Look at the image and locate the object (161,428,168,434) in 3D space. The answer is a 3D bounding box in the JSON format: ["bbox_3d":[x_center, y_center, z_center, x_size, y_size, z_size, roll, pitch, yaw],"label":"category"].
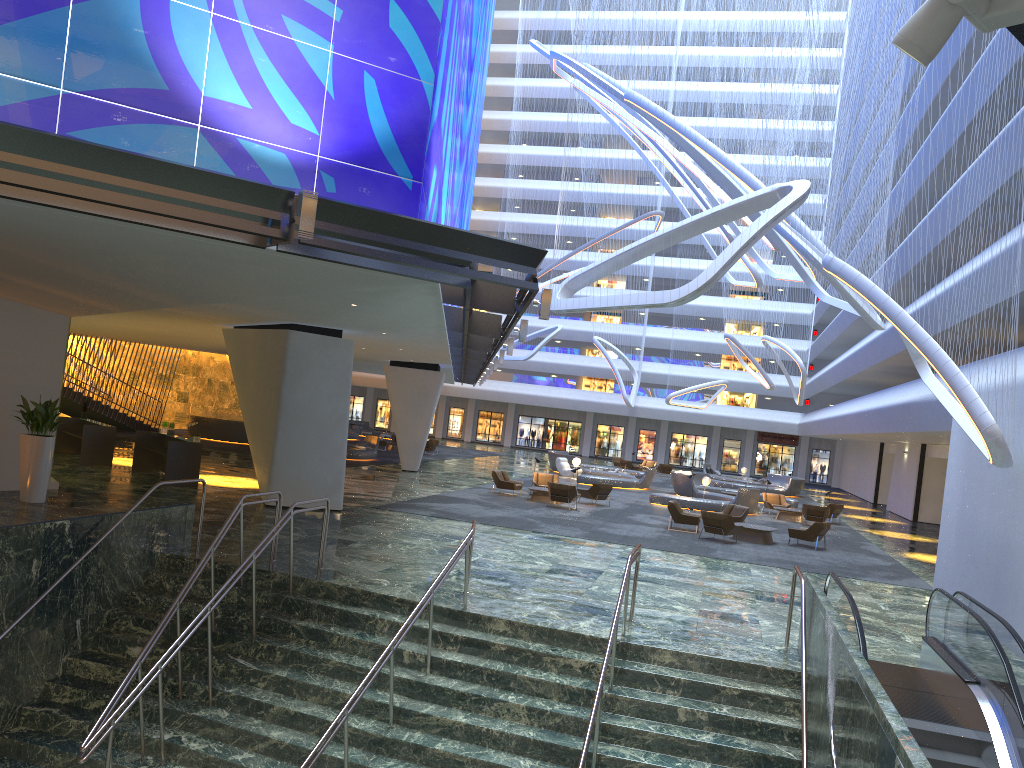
[{"bbox_3d":[-9.291,1.259,23.711,0.150,0.145,0.150,7,-1,-43],"label":"object"}]

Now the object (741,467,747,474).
[{"bbox_3d":[14.472,5.393,55.261,0.367,0.387,0.318,7,-1,-4],"label":"object"}]

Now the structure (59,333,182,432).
[{"bbox_3d":[-20.935,-1.245,39.211,11.971,6.247,16.510,6,-2,14],"label":"structure"}]

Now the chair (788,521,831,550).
[{"bbox_3d":[8.064,4.060,24.061,0.937,0.766,0.931,6,-1,38],"label":"chair"}]

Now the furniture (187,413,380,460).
[{"bbox_3d":[-10.347,2.308,39.661,9.910,0.969,5.196,5,-2,31],"label":"furniture"}]

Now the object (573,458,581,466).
[{"bbox_3d":[2.978,3.589,40.781,0.367,0.387,0.318,7,-1,-4],"label":"object"}]

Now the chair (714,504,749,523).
[{"bbox_3d":[6.353,3.923,25.924,0.940,0.766,0.928,7,-1,-24],"label":"chair"}]

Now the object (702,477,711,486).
[{"bbox_3d":[8.108,4.057,36.965,0.366,0.387,0.318,6,-1,21],"label":"object"}]

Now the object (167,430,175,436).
[{"bbox_3d":[-9.008,1.282,23.418,0.150,0.145,0.150,7,-1,-43],"label":"object"}]

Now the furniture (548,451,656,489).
[{"bbox_3d":[4.131,4.080,42.795,5.183,0.969,9.935,6,-2,6],"label":"furniture"}]

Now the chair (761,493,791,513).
[{"bbox_3d":[10.068,4.612,33.925,0.929,0.766,0.939,7,-1,-3],"label":"chair"}]

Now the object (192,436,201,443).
[{"bbox_3d":[-7.820,1.370,21.961,0.149,0.150,0.149,7,-1,-42],"label":"object"}]

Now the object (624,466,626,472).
[{"bbox_3d":[5.754,4.272,45.049,0.066,0.356,0.076,7,0,-19],"label":"object"}]

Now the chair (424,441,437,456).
[{"bbox_3d":[-4.521,3.340,46.601,0.928,0.766,0.940,6,-1,12],"label":"chair"}]

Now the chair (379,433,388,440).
[{"bbox_3d":[-8.326,3.390,57.586,0.585,0.501,0.492,6,-1,31],"label":"chair"}]

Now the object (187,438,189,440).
[{"bbox_3d":[-8.117,1.386,22.298,0.073,0.070,0.072,7,-1,-42],"label":"object"}]

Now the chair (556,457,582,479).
[{"bbox_3d":[2.674,3.951,41.653,1.155,0.882,0.730,6,-1,33],"label":"chair"}]

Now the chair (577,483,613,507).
[{"bbox_3d":[2.758,3.616,29.244,0.931,0.766,0.937,8,-1,-43],"label":"chair"}]

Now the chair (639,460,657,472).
[{"bbox_3d":[8.280,5.054,53.935,0.928,0.766,0.940,6,-1,33],"label":"chair"}]

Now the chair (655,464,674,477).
[{"bbox_3d":[8.968,5.074,52.097,0.930,0.766,0.938,7,-1,-8],"label":"chair"}]

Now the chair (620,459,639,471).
[{"bbox_3d":[6.704,4.777,50.983,0.940,0.766,0.928,7,-1,-35],"label":"chair"}]

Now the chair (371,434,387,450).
[{"bbox_3d":[-7.026,3.042,46.327,0.939,0.766,0.929,7,-1,-15],"label":"chair"}]

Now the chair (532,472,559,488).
[{"bbox_3d":[1.144,3.466,30.347,0.929,0.766,0.939,7,-1,-3],"label":"chair"}]

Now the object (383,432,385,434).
[{"bbox_3d":[-8.225,3.164,56.929,0.151,0.118,0.071,8,-1,-41],"label":"object"}]

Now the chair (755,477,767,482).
[{"bbox_3d":[14.565,5.684,50.997,0.931,0.766,0.937,8,-1,-43],"label":"chair"}]

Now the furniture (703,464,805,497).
[{"bbox_3d":[13.496,5.397,50.109,5.181,0.969,9.938,6,-2,11],"label":"furniture"}]

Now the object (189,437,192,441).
[{"bbox_3d":[-7.984,1.377,22.147,0.111,0.108,0.107,7,-1,-42],"label":"object"}]

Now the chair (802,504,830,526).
[{"bbox_3d":[10.469,4.550,30.598,0.928,0.766,0.940,6,-1,20],"label":"chair"}]

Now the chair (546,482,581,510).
[{"bbox_3d":[1.545,3.404,27.020,0.928,0.766,0.940,6,-1,20],"label":"chair"}]

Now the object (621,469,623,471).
[{"bbox_3d":[5.600,4.372,44.991,0.071,0.118,0.151,6,-1,24],"label":"object"}]

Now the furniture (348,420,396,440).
[{"bbox_3d":[-10.492,2.807,55.580,5.177,0.969,9.947,6,-2,31],"label":"furniture"}]

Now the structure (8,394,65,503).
[{"bbox_3d":[-9.022,1.215,16.848,1.023,2.051,0.772,7,0,-8],"label":"structure"}]

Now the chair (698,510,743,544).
[{"bbox_3d":[5.415,3.725,23.129,0.928,0.766,0.941,6,-1,41],"label":"chair"}]

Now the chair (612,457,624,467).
[{"bbox_3d":[6.578,4.854,53.804,0.931,0.766,0.937,7,-1,-32],"label":"chair"}]

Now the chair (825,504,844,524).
[{"bbox_3d":[11.683,4.762,32.821,0.931,0.766,0.937,8,-1,-43],"label":"chair"}]

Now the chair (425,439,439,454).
[{"bbox_3d":[-4.549,3.400,48.566,0.940,0.766,0.928,7,-1,-38],"label":"chair"}]

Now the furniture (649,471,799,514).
[{"bbox_3d":[8.178,4.325,35.942,5.177,0.969,9.947,6,-2,31],"label":"furniture"}]

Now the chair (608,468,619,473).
[{"bbox_3d":[4.696,4.494,45.311,1.787,0.501,0.585,7,-1,-22],"label":"chair"}]

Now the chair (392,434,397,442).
[{"bbox_3d":[-6.194,3.225,49.024,0.930,0.766,0.938,7,-1,-13],"label":"chair"}]

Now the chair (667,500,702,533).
[{"bbox_3d":[4.802,3.706,24.732,0.938,0.766,0.930,6,-1,16],"label":"chair"}]

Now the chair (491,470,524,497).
[{"bbox_3d":[-0.172,3.279,29.254,0.937,0.766,0.931,6,-1,22],"label":"chair"}]

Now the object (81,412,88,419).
[{"bbox_3d":[-12.626,0.934,26.164,0.159,0.181,0.158,7,-1,-31],"label":"object"}]
